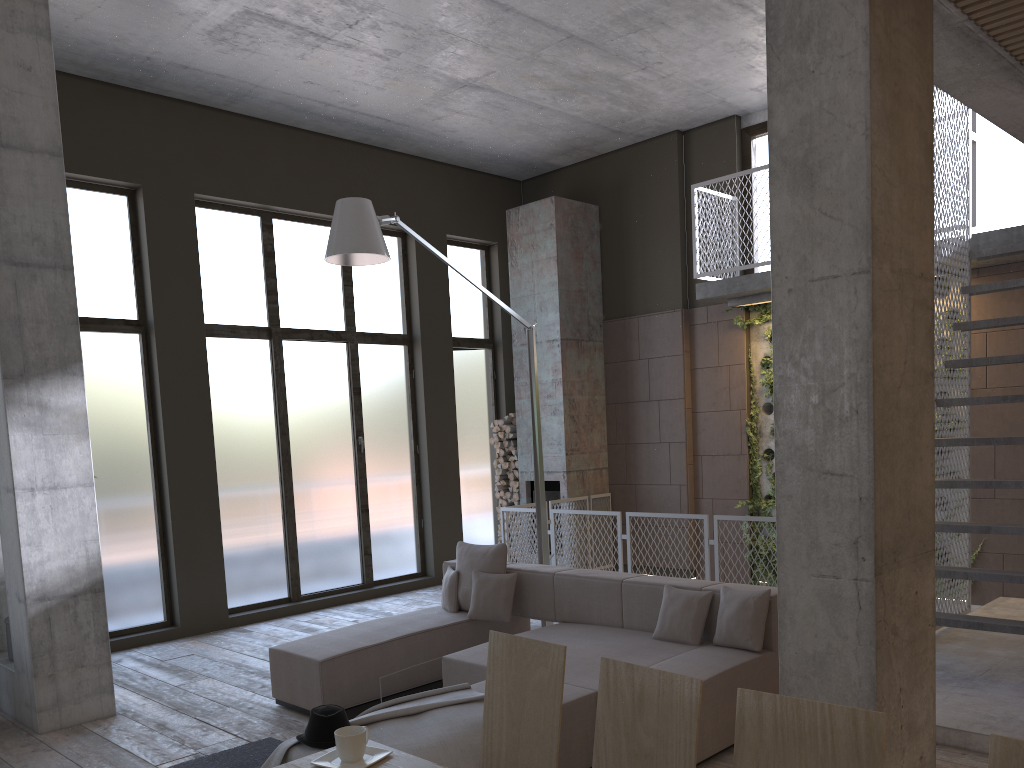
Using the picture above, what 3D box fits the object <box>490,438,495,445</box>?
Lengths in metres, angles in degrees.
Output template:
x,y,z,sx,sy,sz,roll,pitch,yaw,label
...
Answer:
x,y,z,sx,sy,sz,roll,pitch,yaw,label
-0.104,0.736,11.438,0.091,0.093,0.434,-2,-1,44,object

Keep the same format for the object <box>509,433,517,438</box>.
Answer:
x,y,z,sx,sy,sz,roll,pitch,yaw,label
0.137,0.651,11.208,0.066,0.068,0.420,-2,-1,44,object

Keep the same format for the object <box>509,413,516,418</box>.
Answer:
x,y,z,sx,sy,sz,roll,pitch,yaw,label
0.108,0.400,11.252,0.088,0.056,0.330,-3,-2,44,object

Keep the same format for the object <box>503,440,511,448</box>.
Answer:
x,y,z,sx,sy,sz,roll,pitch,yaw,label
0.072,0.764,11.309,0.091,0.090,0.452,-2,-1,43,object

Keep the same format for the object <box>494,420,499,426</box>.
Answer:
x,y,z,sx,sy,sz,roll,pitch,yaw,label
-0.046,0.505,11.390,0.091,0.091,0.452,-2,-1,43,object

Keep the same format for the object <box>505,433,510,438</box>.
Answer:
x,y,z,sx,sy,sz,roll,pitch,yaw,label
0.080,0.658,11.264,0.067,0.067,0.420,-2,-1,44,object

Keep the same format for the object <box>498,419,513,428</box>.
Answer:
x,y,z,sx,sy,sz,roll,pitch,yaw,label
-0.040,0.505,11.267,0.104,0.104,0.290,-2,-1,44,object

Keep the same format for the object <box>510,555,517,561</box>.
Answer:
x,y,z,sx,sy,sz,roll,pitch,yaw,label
0.037,2.259,11.487,0.292,0.108,0.098,-1,0,-44,object

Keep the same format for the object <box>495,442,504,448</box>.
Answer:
x,y,z,sx,sy,sz,roll,pitch,yaw,label
-0.015,0.781,11.360,0.093,0.084,0.477,-2,-2,44,object

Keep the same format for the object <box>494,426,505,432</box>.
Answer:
x,y,z,sx,sy,sz,roll,pitch,yaw,label
-0.039,0.576,11.338,0.113,0.080,0.432,-3,-2,44,object

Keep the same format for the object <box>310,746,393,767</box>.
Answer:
x,y,z,sx,sy,sz,roll,pitch,yaw,label
-0.478,1.121,2.621,0.185,0.014,0.184,-5,-4,31,object

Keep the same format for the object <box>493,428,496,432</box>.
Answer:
x,y,z,sx,sy,sz,roll,pitch,yaw,label
-0.082,0.594,11.436,0.361,0.069,0.122,0,-3,-44,object

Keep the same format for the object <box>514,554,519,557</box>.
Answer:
x,y,z,sx,sy,sz,roll,pitch,yaw,label
0.190,2.197,11.401,0.361,0.068,0.122,0,-3,-44,object

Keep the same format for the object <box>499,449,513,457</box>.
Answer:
x,y,z,sx,sy,sz,roll,pitch,yaw,label
-0.031,0.878,11.356,0.292,0.108,0.098,-1,0,-44,object

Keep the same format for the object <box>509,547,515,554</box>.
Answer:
x,y,z,sx,sy,sz,roll,pitch,yaw,label
0.140,2.145,11.440,0.091,0.090,0.452,-2,-1,43,object

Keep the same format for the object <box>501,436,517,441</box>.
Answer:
x,y,z,sx,sy,sz,roll,pitch,yaw,label
0.045,0.703,11.322,0.115,0.080,0.432,-3,-2,44,object

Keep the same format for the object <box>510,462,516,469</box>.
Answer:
x,y,z,sx,sy,sz,roll,pitch,yaw,label
0.161,1.035,11.309,0.091,0.090,0.452,-2,-1,44,object

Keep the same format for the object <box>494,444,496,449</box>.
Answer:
x,y,z,sx,sy,sz,roll,pitch,yaw,label
-0.067,0.797,11.415,0.067,0.068,0.420,-2,-1,44,object

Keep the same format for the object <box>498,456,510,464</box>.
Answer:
x,y,z,sx,sy,sz,roll,pitch,yaw,label
0.010,0.980,11.434,0.092,0.094,0.434,-2,-1,44,object

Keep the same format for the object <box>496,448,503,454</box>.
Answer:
x,y,z,sx,sy,sz,roll,pitch,yaw,label
-0.067,0.875,11.453,0.291,0.103,0.101,-1,-1,-44,object

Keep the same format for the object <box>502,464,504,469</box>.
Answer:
x,y,z,sx,sy,sz,roll,pitch,yaw,label
0.036,1.057,11.411,0.067,0.068,0.420,-2,-1,44,object

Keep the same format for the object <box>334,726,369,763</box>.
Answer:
x,y,z,sx,sy,sz,roll,pitch,yaw,label
-0.481,1.079,2.631,0.093,0.089,0.116,-3,0,-1,object

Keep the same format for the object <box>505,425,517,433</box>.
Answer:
x,y,z,sx,sy,sz,roll,pitch,yaw,label
0.099,0.575,11.224,0.093,0.094,0.434,-2,-1,44,object

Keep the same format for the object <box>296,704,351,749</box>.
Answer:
x,y,z,sx,sy,sz,roll,pitch,yaw,label
-0.842,1.561,4.020,0.302,0.170,0.296,-4,-1,32,object

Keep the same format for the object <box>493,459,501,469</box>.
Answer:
x,y,z,sx,sy,sz,roll,pitch,yaw,label
-0.094,1.038,11.485,0.064,0.126,0.361,1,1,43,object

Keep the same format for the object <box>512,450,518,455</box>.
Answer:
x,y,z,sx,sy,sz,roll,pitch,yaw,label
0.159,0.880,11.259,0.067,0.086,0.422,-1,-1,43,object

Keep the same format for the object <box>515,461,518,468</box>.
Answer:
x,y,z,sx,sy,sz,roll,pitch,yaw,label
0.219,1.020,11.244,0.092,0.093,0.434,-2,-1,44,object

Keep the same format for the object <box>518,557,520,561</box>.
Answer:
x,y,z,sx,sy,sz,roll,pitch,yaw,label
0.227,2.261,11.390,0.067,0.086,0.422,-1,-1,43,object

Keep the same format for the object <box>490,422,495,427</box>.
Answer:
x,y,z,sx,sy,sz,roll,pitch,yaw,label
-0.110,0.525,11.416,0.067,0.069,0.420,-2,-1,44,object

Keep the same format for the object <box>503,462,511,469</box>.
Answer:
x,y,z,sx,sy,sz,roll,pitch,yaw,label
0.088,1.041,11.355,0.093,0.084,0.477,-2,-2,44,object

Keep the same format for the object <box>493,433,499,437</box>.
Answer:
x,y,z,sx,sy,sz,roll,pitch,yaw,label
-0.078,0.667,11.425,0.066,0.087,0.422,-1,-1,43,object

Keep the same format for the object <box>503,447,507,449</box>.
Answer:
x,y,z,sx,sy,sz,roll,pitch,yaw,label
-0.009,0.802,11.366,0.089,0.057,0.330,-3,-2,44,object

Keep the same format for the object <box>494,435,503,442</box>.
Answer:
x,y,z,sx,sy,sz,roll,pitch,yaw,label
-0.047,0.705,11.371,0.091,0.090,0.452,-2,-1,44,object

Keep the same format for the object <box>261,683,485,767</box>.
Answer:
x,y,z,sx,sy,sz,roll,pitch,yaw,label
-0.699,1.829,4.155,1.590,0.507,1.044,-2,-2,-27,object

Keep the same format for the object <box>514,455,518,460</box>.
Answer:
x,y,z,sx,sy,sz,roll,pitch,yaw,label
0.188,0.933,11.248,0.071,0.073,0.420,-2,-1,44,object

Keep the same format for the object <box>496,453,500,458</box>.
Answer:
x,y,z,sx,sy,sz,roll,pitch,yaw,label
-0.111,0.923,11.385,0.045,0.073,0.249,0,0,44,object

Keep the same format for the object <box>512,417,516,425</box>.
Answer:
x,y,z,sx,sy,sz,roll,pitch,yaw,label
0.134,0.477,11.280,0.292,0.109,0.099,-1,0,-44,object

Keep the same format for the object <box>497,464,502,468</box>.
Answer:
x,y,z,sx,sy,sz,roll,pitch,yaw,label
-0.021,1.061,11.467,0.067,0.068,0.420,-2,-1,44,object

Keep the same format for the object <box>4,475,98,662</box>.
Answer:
x,y,z,sx,sy,sz,roll,pitch,yaw,label
-3.615,1.075,6.344,1.001,1.881,0.957,-2,4,11,object

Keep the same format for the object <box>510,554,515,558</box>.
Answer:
x,y,z,sx,sy,sz,roll,pitch,yaw,label
0.122,2.218,11.476,0.064,0.075,0.357,-1,-1,43,object

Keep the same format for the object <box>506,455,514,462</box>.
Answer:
x,y,z,sx,sy,sz,roll,pitch,yaw,label
0.083,0.958,11.396,0.101,0.087,0.360,-2,-2,44,object

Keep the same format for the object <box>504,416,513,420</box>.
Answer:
x,y,z,sx,sy,sz,roll,pitch,yaw,label
0.048,0.442,11.281,0.065,0.074,0.357,-1,-1,43,object
